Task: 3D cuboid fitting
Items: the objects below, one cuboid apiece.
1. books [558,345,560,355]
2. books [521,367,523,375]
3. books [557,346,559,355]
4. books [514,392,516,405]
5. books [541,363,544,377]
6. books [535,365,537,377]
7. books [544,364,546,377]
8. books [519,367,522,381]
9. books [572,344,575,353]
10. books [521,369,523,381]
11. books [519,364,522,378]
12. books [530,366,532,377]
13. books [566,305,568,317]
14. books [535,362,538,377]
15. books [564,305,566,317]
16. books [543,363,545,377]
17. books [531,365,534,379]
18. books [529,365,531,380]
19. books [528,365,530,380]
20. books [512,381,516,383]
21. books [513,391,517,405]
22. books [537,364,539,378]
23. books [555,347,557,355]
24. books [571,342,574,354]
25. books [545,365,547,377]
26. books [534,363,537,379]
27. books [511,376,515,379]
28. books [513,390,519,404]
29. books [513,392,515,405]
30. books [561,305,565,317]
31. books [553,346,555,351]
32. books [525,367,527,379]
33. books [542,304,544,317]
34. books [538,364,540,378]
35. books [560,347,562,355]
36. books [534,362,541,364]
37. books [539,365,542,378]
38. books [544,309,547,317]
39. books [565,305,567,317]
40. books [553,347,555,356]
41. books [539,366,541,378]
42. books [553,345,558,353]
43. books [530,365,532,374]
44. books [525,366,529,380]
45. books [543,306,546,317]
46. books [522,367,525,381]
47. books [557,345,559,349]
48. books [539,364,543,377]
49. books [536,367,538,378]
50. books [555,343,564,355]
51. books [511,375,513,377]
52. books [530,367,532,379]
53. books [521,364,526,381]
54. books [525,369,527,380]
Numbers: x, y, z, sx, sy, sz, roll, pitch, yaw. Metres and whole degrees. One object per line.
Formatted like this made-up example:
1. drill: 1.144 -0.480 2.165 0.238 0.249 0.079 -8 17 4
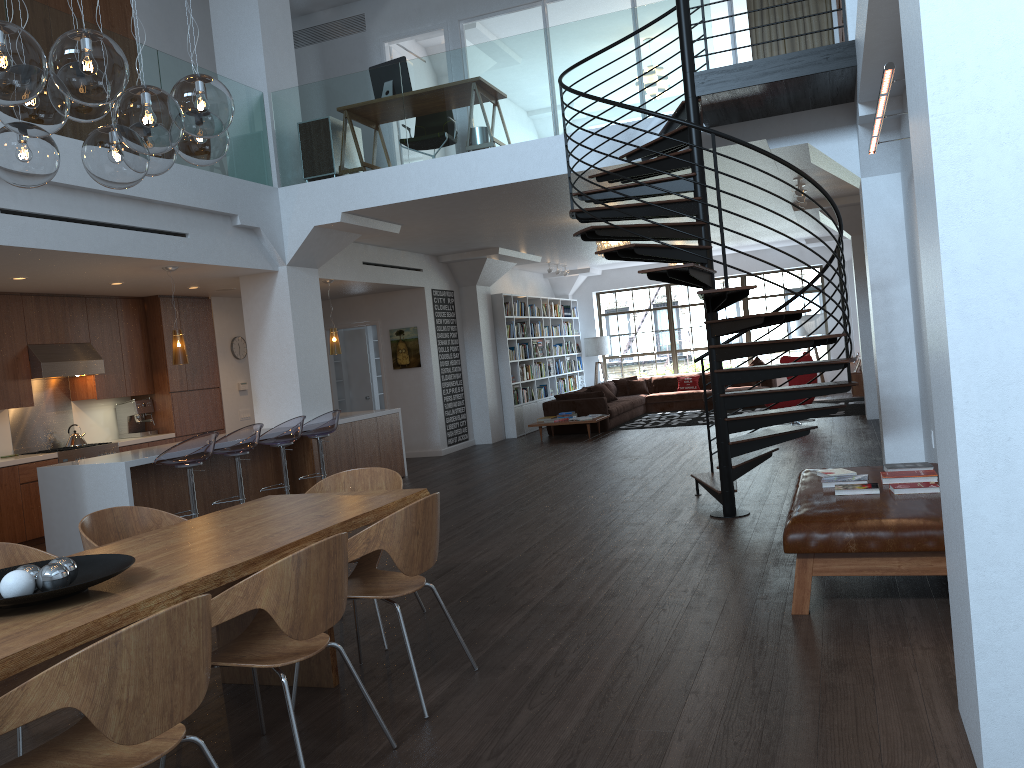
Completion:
1. books: 0.867 -0.665 17.527 0.127 0.200 0.020 -5 2 20
2. books: 0.108 -0.166 15.417 0.159 0.241 0.038 -5 2 20
3. books: 0.846 -0.656 17.456 0.139 0.191 0.036 -5 2 20
4. books: -0.024 0.252 14.933 0.161 0.223 0.032 -5 2 20
5. books: 0.488 -0.247 16.438 0.180 0.259 0.060 -5 2 20
6. books: 0.364 -0.218 16.074 0.160 0.250 0.026 -5 2 20
7. books: 0.531 -0.246 16.569 0.174 0.240 0.045 -5 2 20
8. books: 0.063 -0.161 15.284 0.189 0.247 0.057 -5 2 20
9. books: 1.204 -0.732 18.461 0.161 0.207 0.135 -5 2 20
10. books: 0.109 -0.148 15.371 0.144 0.207 0.048 -5 2 20
11. books: 0.094 -0.191 15.324 0.140 0.298 0.044 -5 2 20
12. books: 0.257 -0.194 15.833 0.174 0.240 0.045 -5 2 20
13. books: 1.058 -1.490 18.281 0.183 0.253 0.042 -5 2 20
14. books: 0.378 -0.242 16.136 0.176 0.290 0.053 -5 2 20
15. books: 0.994 -1.478 18.119 0.183 0.253 0.042 -5 2 20
16. books: 0.517 -0.250 16.532 0.183 0.253 0.034 -5 2 20
17. books: 0.289 -0.207 15.889 0.183 0.253 0.034 -5 2 20
18. books: 0.242 -0.197 15.762 0.183 0.253 0.034 -5 2 20
19. books: 0.227 -0.195 15.732 0.183 0.253 0.034 -5 2 20
20. books: -0.061 -0.032 14.992 0.197 0.035 0.284 -5 2 10
21. books: -0.009 0.241 14.973 0.174 0.240 0.054 -5 2 20
22. books: 0.395 -0.226 16.177 0.183 0.253 0.034 -5 2 20
23. books: 0.812 -0.636 17.338 0.120 0.167 0.019 -5 2 20
24. books: 1.175 -0.742 18.410 0.174 0.236 0.142 -5 2 20
25. books: 0.554 -0.245 16.632 0.168 0.231 0.037 -5 2 20
26. books: 0.333 -0.231 16.036 0.198 0.284 0.066 -5 2 20
27. books: -0.072 -0.098 14.986 0.174 0.032 0.254 -5 2 15
28. books: 0.019 0.228 15.082 0.183 0.253 0.042 -5 2 20
29. books: -0.045 0.242 14.907 0.160 0.251 0.031 -5 2 20
30. books: 0.973 -1.475 18.080 0.183 0.253 0.042 -5 2 20
31. books: 0.765 -0.638 17.252 0.134 0.184 0.029 -5 2 20
32. books: 0.163 -0.178 15.614 0.174 0.240 0.045 -5 2 20
33. books: 0.497 -1.382 16.736 0.183 0.253 0.042 -5 2 20
34. books: 0.410 -0.228 16.207 0.183 0.253 0.034 -5 2 20
35. books: 0.928 -0.651 17.646 0.110 0.153 0.019 -5 2 20
36. books: 0.469 -0.259 16.393 0.176 0.290 0.036 -5 2 20
37. books: 0.444 -0.229 16.325 0.174 0.240 0.045 -5 2 20
38. books: 0.555 -1.368 16.868 0.161 0.207 0.130 -5 2 20
39. books: 1.022 -1.484 18.202 0.183 0.253 0.042 -5 2 20
40. books: 0.758 -0.632 17.206 0.128 0.178 0.021 -5 2 20
41. books: 0.440 -0.219 16.290 0.161 0.223 0.027 -5 2 20
42. books: 0.827 -0.660 17.419 0.140 0.206 0.042 -5 2 20
43. books: 0.276 -0.203 15.863 0.160 0.250 0.026 -5 2 20
44. books: 0.201 -0.186 15.654 0.171 0.246 0.057 -5 2 20
45. books: 0.527 -1.378 16.819 0.174 0.236 0.136 -5 2 20
46. books: 0.126 -0.172 15.459 0.171 0.246 0.057 -5 2 20
47. books: 0.857 -0.661 17.495 0.136 0.196 0.045 -5 2 20
48. books: 0.467 -0.239 16.358 0.183 0.253 0.034 -5 2 20
49. books: 0.376 -0.206 16.097 0.161 0.223 0.026 -5 2 20
50. books: 0.954 -0.697 17.765 0.140 0.231 0.042 -5 2 20
51. books: -0.072 -0.126 14.989 0.144 0.025 0.204 -5 2 10
52. books: 0.250 -0.199 15.794 0.183 0.253 0.034 -5 2 20
53. books: 0.150 -0.199 15.537 0.176 0.290 0.053 -5 2 20
54. books: 0.168 -0.169 15.575 0.161 0.223 0.026 -5 2 20
